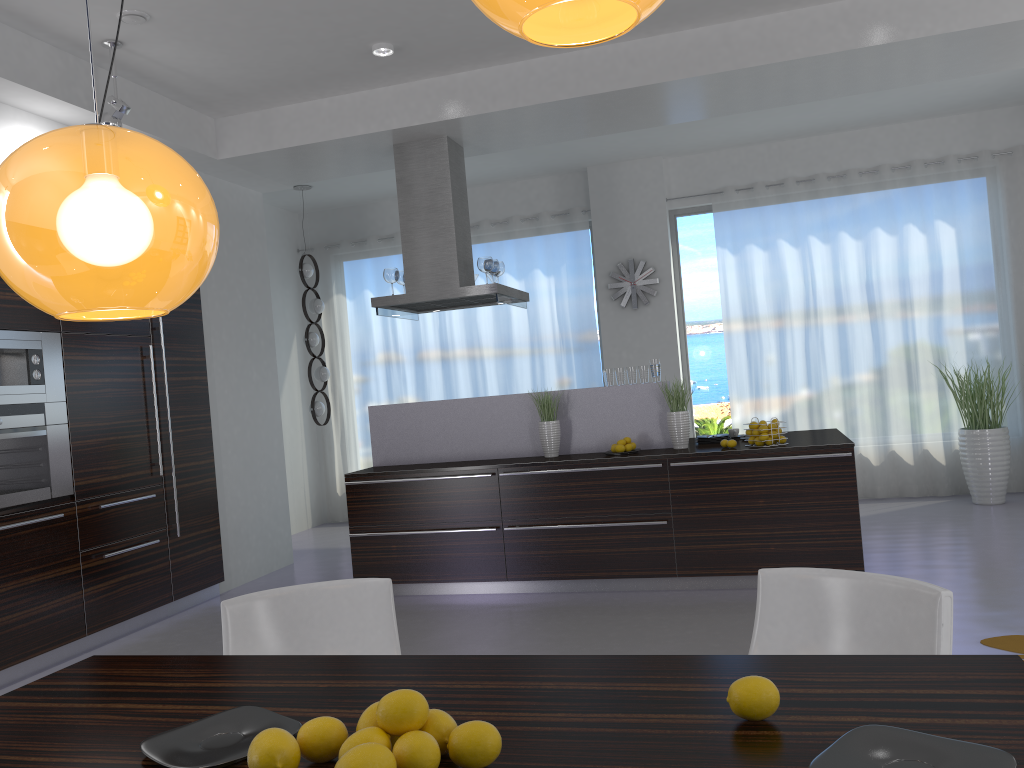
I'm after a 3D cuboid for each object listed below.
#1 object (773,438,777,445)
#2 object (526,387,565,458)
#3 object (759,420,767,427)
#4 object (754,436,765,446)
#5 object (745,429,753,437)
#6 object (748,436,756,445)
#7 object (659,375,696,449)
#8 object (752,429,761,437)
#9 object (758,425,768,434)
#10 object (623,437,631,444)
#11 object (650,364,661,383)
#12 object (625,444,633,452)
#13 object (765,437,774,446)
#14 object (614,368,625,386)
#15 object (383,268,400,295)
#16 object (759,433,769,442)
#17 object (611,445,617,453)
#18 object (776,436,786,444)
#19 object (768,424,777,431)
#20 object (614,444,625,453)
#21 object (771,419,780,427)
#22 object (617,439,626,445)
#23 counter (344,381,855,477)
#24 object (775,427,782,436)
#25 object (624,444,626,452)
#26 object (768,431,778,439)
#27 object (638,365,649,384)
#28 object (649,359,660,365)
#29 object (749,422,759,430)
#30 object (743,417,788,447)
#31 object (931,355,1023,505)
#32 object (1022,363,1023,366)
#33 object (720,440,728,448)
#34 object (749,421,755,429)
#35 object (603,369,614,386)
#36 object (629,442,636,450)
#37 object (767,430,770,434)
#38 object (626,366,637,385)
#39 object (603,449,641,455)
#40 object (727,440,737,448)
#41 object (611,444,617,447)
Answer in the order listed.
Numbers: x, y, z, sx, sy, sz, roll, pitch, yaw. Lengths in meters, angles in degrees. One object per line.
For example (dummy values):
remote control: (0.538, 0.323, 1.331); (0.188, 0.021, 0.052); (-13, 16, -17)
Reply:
object: (1.628, 0.351, 5.536); (0.061, 0.055, 0.050); (-5, 0, -29)
object: (0.236, 0.248, 6.020); (0.269, 0.502, 0.247); (-5, 0, 16)
object: (1.568, 0.253, 5.538); (0.051, 0.053, 0.063); (-5, 0, 17)
object: (1.540, 0.355, 5.503); (0.064, 0.063, 0.074); (-5, 0, 36)
object: (1.498, 0.306, 5.574); (0.053, 0.051, 0.063); (-5, 0, -16)
object: (1.509, 0.352, 5.556); (0.060, 0.057, 0.052); (-5, 0, 17)
object: (1.096, 0.173, 5.803); (0.269, 0.502, 0.247); (-5, 0, -31)
object: (1.526, 0.305, 5.519); (0.062, 0.053, 0.052); (-5, 0, -12)
object: (1.552, 0.281, 5.473); (0.061, 0.052, 0.053); (-5, 0, 29)
object: (0.759, 0.373, 5.847); (0.053, 0.048, 0.063); (-5, 0, -18)
object: (0.976, -0.071, 6.013); (0.071, 0.119, 0.072); (-5, 0, -34)
object: (0.761, 0.417, 5.800); (0.061, 0.054, 0.052); (-5, 0, -7)
object: (1.586, 0.352, 5.467); (0.051, 0.053, 0.063); (-5, 0, 24)
object: (0.743, -0.051, 6.079); (0.071, 0.119, 0.072); (-5, 0, -34)
object: (-0.907, -0.762, 6.708); (0.125, 0.221, 0.125); (-5, 0, 40)
object: (1.548, 0.327, 5.448); (0.061, 0.054, 0.052); (-5, 0, -7)
object: (0.680, 0.428, 5.827); (0.063, 0.051, 0.053); (-5, 0, 19)
object: (1.669, 0.345, 5.493); (0.062, 0.052, 0.053); (-5, 0, -35)
object: (1.608, 0.264, 5.480); (0.051, 0.053, 0.063); (-5, 0, 29)
object: (0.702, 0.422, 5.773); (0.070, 0.058, 0.060); (-5, 0, 14)
object: (1.644, 0.248, 5.536); (0.050, 0.060, 0.059); (-5, 0, 15)
object: (0.717, 0.387, 5.816); (0.061, 0.047, 0.053); (-5, 0, 19)
counter: (0.620, 0.672, 6.260); (3.291, 1.300, 1.302); (-5, 0, 16)
object: (1.652, 0.296, 5.516); (0.061, 0.054, 0.053); (-5, 0, -28)
object: (0.738, 0.420, 5.854); (0.057, 0.060, 0.071); (-5, 0, 17)
object: (1.611, 0.315, 5.474); (0.061, 0.055, 0.051); (-5, 0, -5)
object: (0.898, -0.064, 6.035); (0.071, 0.119, 0.072); (-5, 0, -34)
object: (0.972, -0.110, 6.013); (0.071, 0.119, 0.072); (-5, 0, -34)
object: (1.509, 0.261, 5.535); (0.053, 0.051, 0.063); (-5, 0, -27)
object: (1.581, 0.295, 5.535); (0.189, 0.174, 0.207); (-5, 0, -19)
object: (4.035, 0.368, 7.616); (0.713, 1.334, 0.656); (-5, 0, 16)
object: (4.678, 0.312, 7.468); (0.656, 1.334, 0.713); (-5, 0, 0)
object: (1.351, 0.377, 5.617); (0.053, 0.051, 0.063); (-5, 0, -16)
object: (1.521, 0.264, 5.587); (0.052, 0.060, 0.057); (-5, 0, 4)
object: (0.666, -0.044, 6.100); (0.072, 0.119, 0.071); (-5, 0, -24)
object: (0.790, 0.411, 5.850); (0.063, 0.053, 0.051); (-5, 0, -34)
object: (1.593, 0.313, 5.499); (0.051, 0.053, 0.062); (-5, 0, 24)
object: (0.821, -0.058, 6.057); (0.071, 0.119, 0.072); (-5, 0, -34)
object: (0.721, 0.448, 5.822); (0.232, 0.020, 0.232); (-5, 0, 24)
object: (1.377, 0.375, 5.559); (0.063, 0.051, 0.053); (-5, 0, 19)
object: (0.687, 0.424, 5.883); (0.052, 0.054, 0.061); (-5, 0, -27)
